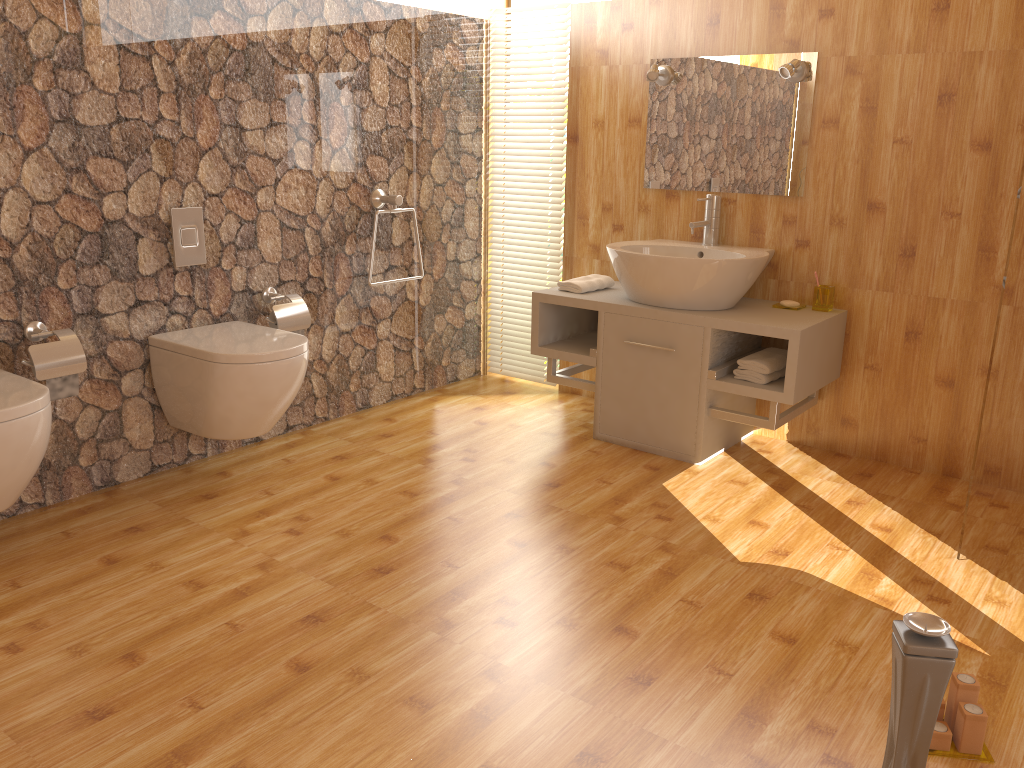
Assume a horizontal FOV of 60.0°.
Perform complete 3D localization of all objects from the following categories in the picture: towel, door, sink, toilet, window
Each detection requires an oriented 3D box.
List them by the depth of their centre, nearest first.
[{"bbox_3d":[-1.476,0.183,2.397,0.507,0.337,0.371,13,19,36],"label":"toilet"},{"bbox_3d":[1.789,-0.553,2.428,0.983,2.147,0.077,-2,16,-12],"label":"door"},{"bbox_3d":[-0.938,0.005,3.072,0.507,0.337,0.371,13,19,36],"label":"toilet"},{"bbox_3d":[1.564,-0.783,3.237,3.964,2.164,0.010,13,19,36],"label":"window"},{"bbox_3d":[0.952,-0.088,3.297,0.140,0.048,0.225,15,21,41],"label":"towel"},{"bbox_3d":[0.939,-0.052,3.305,0.140,0.048,0.225,15,21,41],"label":"towel"},{"bbox_3d":[0.679,-0.526,3.468,0.634,0.409,0.533,13,19,36],"label":"sink"},{"bbox_3d":[0.313,-0.426,3.754,0.140,0.048,0.225,15,21,41],"label":"towel"}]

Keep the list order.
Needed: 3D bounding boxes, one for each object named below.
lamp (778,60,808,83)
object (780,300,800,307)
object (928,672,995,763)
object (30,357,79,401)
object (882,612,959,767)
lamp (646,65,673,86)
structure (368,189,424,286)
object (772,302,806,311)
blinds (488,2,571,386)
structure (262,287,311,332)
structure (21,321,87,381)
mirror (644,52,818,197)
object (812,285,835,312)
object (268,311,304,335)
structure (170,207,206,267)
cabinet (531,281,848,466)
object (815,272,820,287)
[{"bbox_3d":[1.032,-1.160,3.278,0.080,0.080,0.124,13,19,36],"label":"lamp"},{"bbox_3d":[1.075,-0.310,3.431,0.075,0.023,0.050,-4,16,-17],"label":"object"},{"bbox_3d":[0.905,0.671,1.828,0.141,0.131,0.141,3,16,9],"label":"object"},{"bbox_3d":[-1.395,-0.033,2.708,0.090,0.151,0.098,13,19,36],"label":"object"},{"bbox_3d":[1.697,-0.164,1.540,2.276,1.921,0.347,-2,16,-10],"label":"object"},{"bbox_3d":[0.588,-1.259,3.606,0.080,0.080,0.124,13,19,36],"label":"lamp"},{"bbox_3d":[-0.522,-0.628,3.766,0.133,0.387,0.332,13,19,36],"label":"structure"},{"bbox_3d":[1.074,-0.302,3.432,0.100,0.010,0.100,13,19,36],"label":"object"},{"bbox_3d":[0.073,-1.079,4.164,0.420,2.178,0.042,13,19,36],"label":"blinds"},{"bbox_3d":[-0.879,-0.284,3.369,0.154,0.151,0.170,13,19,36],"label":"structure"},{"bbox_3d":[-1.416,-0.106,2.697,0.154,0.151,0.170,13,19,36],"label":"structure"},{"bbox_3d":[0.848,-1.034,3.542,0.698,0.523,0.005,13,19,36],"label":"mirror"},{"bbox_3d":[1.185,-0.326,3.373,0.060,0.093,0.060,13,19,36],"label":"object"},{"bbox_3d":[-0.858,-0.211,3.380,0.090,0.151,0.098,13,19,36],"label":"object"},{"bbox_3d":[-1.126,-0.513,3.086,0.010,0.200,0.120,13,19,36],"label":"structure"},{"bbox_3d":[0.673,-0.056,3.605,1.136,0.570,0.517,13,19,36],"label":"cabinet"},{"bbox_3d":[1.163,-0.361,3.362,0.063,0.132,0.012,-6,17,-23],"label":"object"}]
